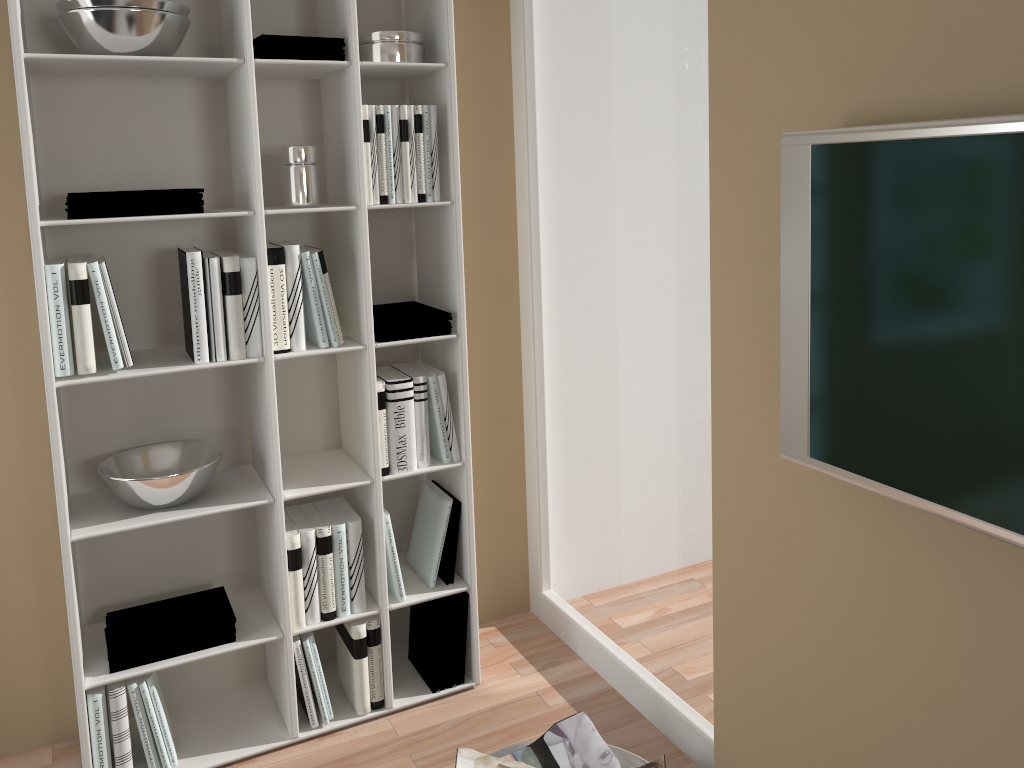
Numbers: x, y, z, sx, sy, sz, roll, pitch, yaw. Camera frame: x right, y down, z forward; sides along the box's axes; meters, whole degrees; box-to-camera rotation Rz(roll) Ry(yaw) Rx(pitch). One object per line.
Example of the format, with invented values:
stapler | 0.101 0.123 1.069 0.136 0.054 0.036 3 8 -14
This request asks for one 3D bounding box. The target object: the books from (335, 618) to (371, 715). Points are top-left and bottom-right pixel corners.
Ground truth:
books | -0.453 0.760 2.493 0.040 0.254 0.210 -5 10 -25

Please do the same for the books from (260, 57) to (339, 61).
books | -0.595 -0.836 2.323 0.212 0.007 0.301 -10 16 -30

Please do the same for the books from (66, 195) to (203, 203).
books | -0.931 -0.457 2.166 0.299 0.007 0.213 -9 15 -26

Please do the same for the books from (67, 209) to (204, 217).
books | -0.929 -0.424 2.167 0.299 0.006 0.213 -9 15 -26

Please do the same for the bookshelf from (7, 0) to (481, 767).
bookshelf | -0.666 -0.134 2.361 1.044 2.109 0.336 -6 8 -26

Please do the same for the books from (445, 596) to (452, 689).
books | -0.229 0.722 2.611 0.032 0.270 0.222 -5 10 -25

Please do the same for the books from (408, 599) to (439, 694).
books | -0.263 0.730 2.595 0.032 0.265 0.214 -5 10 -25

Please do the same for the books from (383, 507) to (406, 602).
books | -0.368 0.462 2.515 0.060 0.256 0.210 -5 10 -25

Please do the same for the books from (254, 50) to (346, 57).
books | -0.595 -0.853 2.322 0.212 0.006 0.301 -11 16 -32

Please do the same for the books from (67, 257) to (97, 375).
books | -1.034 -0.170 2.116 0.040 0.254 0.210 -5 10 -25

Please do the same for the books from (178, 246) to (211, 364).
books | -0.807 -0.205 2.236 0.040 0.271 0.210 -5 10 -25

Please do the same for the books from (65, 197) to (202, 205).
books | -0.929 -0.451 2.162 0.299 0.006 0.213 -8 15 -24

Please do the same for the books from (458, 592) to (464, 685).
books | -0.194 0.719 2.628 0.032 0.265 0.214 -5 10 -25

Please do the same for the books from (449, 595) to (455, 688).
books | -0.219 0.723 2.616 0.032 0.265 0.214 -5 10 -25

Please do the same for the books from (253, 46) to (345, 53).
books | -0.594 -0.863 2.318 0.212 0.006 0.301 -10 16 -30

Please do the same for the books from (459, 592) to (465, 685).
books | -0.190 0.719 2.631 0.032 0.265 0.214 -5 10 -25

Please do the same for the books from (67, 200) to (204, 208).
books | -0.928 -0.445 2.165 0.299 0.006 0.213 -9 15 -26

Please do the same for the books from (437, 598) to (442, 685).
books | -0.255 0.725 2.602 0.032 0.266 0.217 -5 10 -25

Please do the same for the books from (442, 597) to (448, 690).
books | -0.239 0.726 2.606 0.032 0.265 0.214 -5 10 -25

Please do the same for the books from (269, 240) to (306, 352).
books | -0.598 -0.240 2.352 0.040 0.271 0.210 -5 10 -25

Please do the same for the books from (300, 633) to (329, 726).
books | -0.566 0.778 2.439 0.058 0.254 0.210 -5 10 -25

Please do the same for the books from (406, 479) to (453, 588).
books | -0.245 0.438 2.611 0.085 0.242 0.210 -6 10 -25

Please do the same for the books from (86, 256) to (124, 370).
books | -0.991 -0.177 2.139 0.060 0.256 0.210 -5 10 -25

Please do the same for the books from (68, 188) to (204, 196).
books | -0.926 -0.473 2.163 0.299 0.006 0.213 -9 15 -26

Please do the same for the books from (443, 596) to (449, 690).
books | -0.234 0.725 2.609 0.032 0.265 0.214 -5 10 -25

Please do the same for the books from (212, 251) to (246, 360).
books | -0.730 -0.207 2.269 0.040 0.254 0.210 -5 10 -25

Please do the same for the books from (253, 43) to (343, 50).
books | -0.596 -0.869 2.318 0.212 0.006 0.301 -10 15 -29

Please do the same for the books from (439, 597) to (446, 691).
books | -0.243 0.725 2.602 0.032 0.268 0.219 -5 10 -25

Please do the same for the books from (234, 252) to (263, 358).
books | -0.695 -0.211 2.294 0.040 0.248 0.210 -5 10 -25

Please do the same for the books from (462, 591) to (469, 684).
books | -0.179 0.717 2.636 0.032 0.265 0.214 -5 10 -25

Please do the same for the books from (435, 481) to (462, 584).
books | -0.206 0.438 2.628 0.043 0.234 0.214 -5 10 -25

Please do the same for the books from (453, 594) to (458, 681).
books | -0.211 0.718 2.624 0.032 0.266 0.217 -5 10 -25

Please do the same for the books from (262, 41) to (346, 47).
books | -0.592 -0.875 2.319 0.212 0.007 0.301 -10 16 -30

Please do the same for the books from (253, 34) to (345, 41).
books | -0.593 -0.889 2.313 0.212 0.006 0.301 -10 16 -30

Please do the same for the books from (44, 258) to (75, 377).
books | -1.078 -0.164 2.100 0.040 0.254 0.210 -5 10 -25

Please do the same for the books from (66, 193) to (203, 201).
books | -0.931 -0.462 2.166 0.299 0.007 0.213 -9 15 -26

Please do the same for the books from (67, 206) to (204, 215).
books | -0.929 -0.429 2.166 0.299 0.006 0.213 -9 15 -26

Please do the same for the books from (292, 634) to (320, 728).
books | -0.591 0.779 2.431 0.060 0.256 0.210 -5 10 -25

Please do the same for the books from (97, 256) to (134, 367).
books | -0.975 -0.182 2.160 0.058 0.254 0.210 -5 10 -25

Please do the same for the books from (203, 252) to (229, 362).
books | -0.770 -0.203 2.256 0.040 0.254 0.210 -5 10 -25

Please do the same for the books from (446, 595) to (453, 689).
books | -0.224 0.723 2.614 0.032 0.265 0.214 -5 10 -25

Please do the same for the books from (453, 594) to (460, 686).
books | -0.206 0.718 2.626 0.032 0.266 0.217 -5 10 -25

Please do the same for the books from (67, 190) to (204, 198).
books | -0.926 -0.467 2.162 0.299 0.007 0.213 -9 15 -26

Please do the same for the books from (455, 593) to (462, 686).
books | -0.199 0.718 2.624 0.032 0.268 0.219 -5 10 -25

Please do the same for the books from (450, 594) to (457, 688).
books | -0.214 0.722 2.617 0.032 0.265 0.214 -5 10 -25

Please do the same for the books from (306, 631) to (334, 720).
books | -0.558 0.770 2.461 0.058 0.254 0.210 -5 10 -25

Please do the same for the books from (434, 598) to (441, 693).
books | -0.258 0.729 2.596 0.032 0.265 0.214 -5 10 -25

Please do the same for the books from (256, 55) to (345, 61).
books | -0.594 -0.841 2.322 0.212 0.006 0.301 -10 16 -30

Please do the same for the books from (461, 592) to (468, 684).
books | -0.185 0.715 2.633 0.032 0.270 0.222 -5 10 -25

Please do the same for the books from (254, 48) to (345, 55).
books | -0.594 -0.858 2.319 0.212 0.006 0.301 -10 16 -30

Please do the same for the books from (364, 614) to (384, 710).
books | -0.419 0.754 2.514 0.040 0.254 0.210 -5 10 -25

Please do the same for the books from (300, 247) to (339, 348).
books | -0.528 -0.238 2.379 0.058 0.254 0.210 -5 10 -25

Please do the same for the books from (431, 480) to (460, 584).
books | -0.213 0.437 2.625 0.043 0.239 0.222 -5 10 -25

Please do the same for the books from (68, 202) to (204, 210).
books | -0.928 -0.440 2.166 0.299 0.006 0.213 -9 15 -26

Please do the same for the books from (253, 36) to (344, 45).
books | -0.595 -0.884 2.313 0.212 0.007 0.301 -10 16 -30

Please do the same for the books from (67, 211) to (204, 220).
books | -0.928 -0.418 2.166 0.299 0.007 0.213 -9 15 -26

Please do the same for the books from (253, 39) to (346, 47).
books | -0.592 -0.880 2.319 0.212 0.007 0.301 -10 16 -30

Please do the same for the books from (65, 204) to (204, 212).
books | -0.931 -0.435 2.165 0.299 0.006 0.213 -9 15 -27

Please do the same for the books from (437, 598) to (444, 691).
books | -0.251 0.725 2.604 0.032 0.266 0.217 -5 10 -25

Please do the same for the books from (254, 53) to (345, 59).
books | -0.594 -0.847 2.321 0.212 0.006 0.301 -10 16 -30
